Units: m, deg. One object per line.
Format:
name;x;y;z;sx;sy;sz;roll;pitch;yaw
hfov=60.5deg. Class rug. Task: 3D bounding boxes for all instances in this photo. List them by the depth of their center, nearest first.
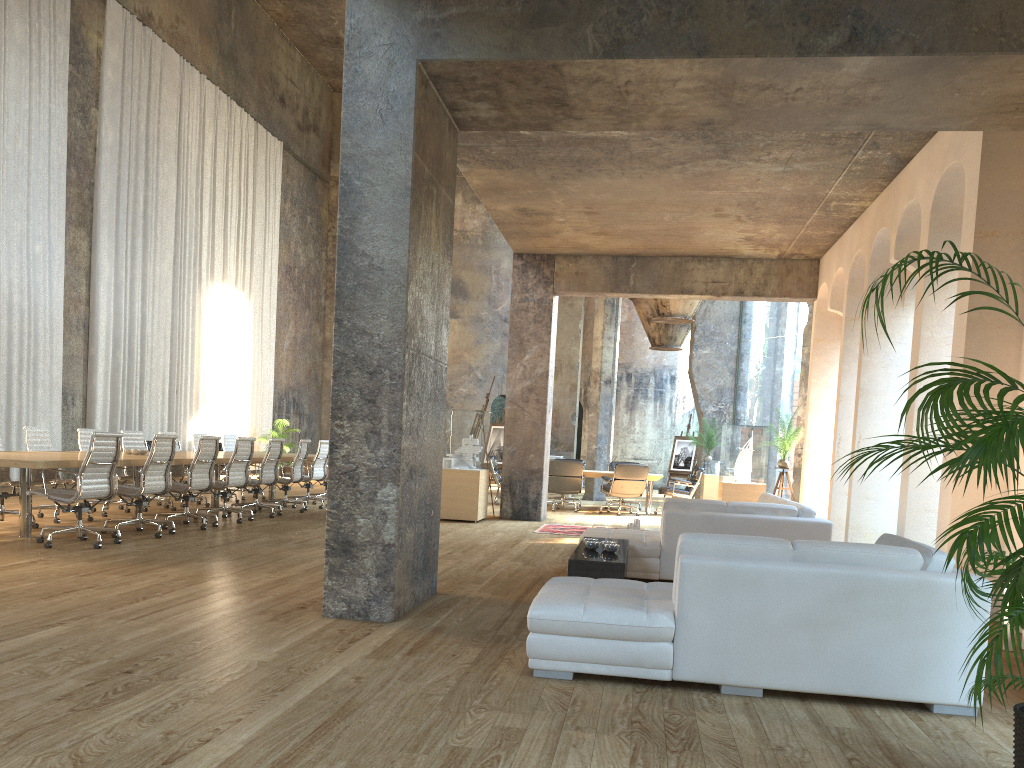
rug;1.578;1.980;11.609;2.459;0.009;1.345;2;-4;9

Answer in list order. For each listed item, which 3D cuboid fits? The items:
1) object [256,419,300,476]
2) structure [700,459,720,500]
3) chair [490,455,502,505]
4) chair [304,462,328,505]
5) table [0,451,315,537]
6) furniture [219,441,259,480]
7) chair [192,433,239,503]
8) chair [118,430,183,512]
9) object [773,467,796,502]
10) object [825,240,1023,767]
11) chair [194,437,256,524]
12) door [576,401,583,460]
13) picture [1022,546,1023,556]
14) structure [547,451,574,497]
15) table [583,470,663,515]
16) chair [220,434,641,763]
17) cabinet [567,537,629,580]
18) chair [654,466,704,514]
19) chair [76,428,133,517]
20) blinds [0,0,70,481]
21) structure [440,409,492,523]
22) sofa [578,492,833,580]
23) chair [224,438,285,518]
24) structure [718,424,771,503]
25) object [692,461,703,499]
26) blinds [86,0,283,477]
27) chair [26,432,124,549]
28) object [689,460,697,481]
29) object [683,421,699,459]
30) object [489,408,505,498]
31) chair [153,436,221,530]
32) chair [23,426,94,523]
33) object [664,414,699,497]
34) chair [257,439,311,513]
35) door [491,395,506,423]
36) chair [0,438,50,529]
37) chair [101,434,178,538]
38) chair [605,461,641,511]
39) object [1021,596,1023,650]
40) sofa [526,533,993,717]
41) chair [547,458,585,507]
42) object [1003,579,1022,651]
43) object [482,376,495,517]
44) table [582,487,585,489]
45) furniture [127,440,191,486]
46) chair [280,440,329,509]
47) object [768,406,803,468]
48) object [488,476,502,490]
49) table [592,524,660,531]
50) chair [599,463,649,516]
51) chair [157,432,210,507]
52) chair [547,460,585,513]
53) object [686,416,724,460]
object;-5.899;1.620;22.402;1.092;1.465;1.125;3;1;-1
structure;4.088;1.995;17.134;0.734;1.020;0.741;3;1;8
chair;-0.046;1.769;16.106;0.820;0.897;0.728;3;1;5
chair;-2.989;1.406;14.058;0.697;1.031;0.664;3;1;14
table;-4.139;1.273;11.131;1.599;0.761;7.708;3;-4;9
furniture;-6.081;1.670;18.886;0.707;0.845;1.870;3;-3;9
chair;-4.475;1.277;13.331;0.698;1.031;0.663;3;1;12
chair;-4.738;1.139;11.535;0.697;1.031;0.664;3;2;17
object;3.961;1.733;13.151;0.660;0.978;0.567;2;2;-27
object;1.844;0.486;2.995;1.399;1.823;1.353;3;1;14
chair;-3.474;1.137;10.562;0.697;1.031;0.664;3;2;17
door;1.930;1.752;26.906;0.111;2.646;0.896;0;4;-39
picture;3.350;0.195;5.026;0.069;1.780;1.499;4;1;9
structure;0.907;1.953;18.922;0.742;1.020;0.733;3;1;8
table;1.483;1.928;15.876;2.407;0.704;1.103;3;-2;8
chair;-1.538;1.470;13.799;12.936;1.036;31.477;2;-4;9
cabinet;0.643;1.398;6.502;0.395;0.370;1.560;3;-4;9
chair;2.959;1.895;15.653;0.820;0.897;0.727;3;1;3
chair;-4.870;1.071;10.666;0.697;1.031;0.664;3;1;14
blinds;-8.088;-2.963;10.985;0.274;8.689;7.812;4;0;10
structure;-0.673;1.151;12.406;0.593;1.556;0.740;3;2;9
sofa;1.778;1.429;8.657;2.062;0.724;2.926;3;-4;9
chair;-3.342;1.205;11.431;0.697;1.031;0.664;3;1;14
structure;3.338;1.384;12.747;0.593;1.556;0.740;3;2;9
object;4.097;2.088;18.153;0.567;0.978;0.659;5;2;45
blinds;-6.813;-2.303;19.525;0.274;8.689;7.812;4;0;10
chair;-3.880;0.926;7.829;0.697;1.031;0.664;3;1;14
object;4.389;2.277;20.648;0.658;0.978;0.568;3;2;3
object;4.387;1.324;20.619;0.685;0.945;0.859;4;1;29
object;-0.257;1.314;18.355;0.697;2.159;0.684;6;4;40
chair;-3.604;1.069;9.673;0.697;1.031;0.664;3;1;14
chair;-4.996;1.001;9.743;0.698;1.031;0.663;3;1;8
object;4.293;1.791;21.792;0.697;2.159;0.684;5;4;37
chair;-3.199;1.276;12.352;0.698;1.031;0.663;3;1;8
door;-0.395;1.487;27.245;0.904;2.310;0.091;1;4;-33
chair;-5.123;0.935;8.897;0.697;1.031;0.664;3;2;17
chair;-3.738;0.999;8.766;0.698;1.031;0.663;3;1;12
chair;2.106;1.912;16.548;0.729;0.897;0.820;3;0;9
object;3.193;1.414;5.418;0.100;0.455;0.101;5;4;33
sofa;1.160;1.109;4.505;2.065;0.725;1.070;3;-2;8
chair;1.004;1.866;16.710;0.728;0.897;0.820;3;0;15
object;3.047;1.403;5.362;0.100;0.455;0.101;5;4;33
object;-0.548;0.945;13.272;0.684;2.159;0.697;3;3;7
table;2.220;2.472;22.050;1.868;0.549;0.940;3;-2;8
furniture;-6.433;1.488;16.527;0.707;0.845;1.870;3;-3;9
chair;-3.081;1.341;13.199;0.697;1.031;0.664;3;2;17
object;4.072;0.784;13.086;0.688;0.944;0.856;3;0;-1
object;-0.083;1.453;20.236;0.681;2.159;0.700;5;4;34
table;1.319;1.723;9.751;0.858;0.248;0.369;3;-2;8
chair;1.889;1.801;15.115;0.731;0.897;0.817;3;0;-18
chair;-4.608;1.207;12.424;0.697;1.031;0.664;3;1;14
chair;0.886;1.757;15.231;0.729;0.897;0.819;3;0;2
object;4.004;1.135;18.192;0.857;0.945;0.686;3;1;11
